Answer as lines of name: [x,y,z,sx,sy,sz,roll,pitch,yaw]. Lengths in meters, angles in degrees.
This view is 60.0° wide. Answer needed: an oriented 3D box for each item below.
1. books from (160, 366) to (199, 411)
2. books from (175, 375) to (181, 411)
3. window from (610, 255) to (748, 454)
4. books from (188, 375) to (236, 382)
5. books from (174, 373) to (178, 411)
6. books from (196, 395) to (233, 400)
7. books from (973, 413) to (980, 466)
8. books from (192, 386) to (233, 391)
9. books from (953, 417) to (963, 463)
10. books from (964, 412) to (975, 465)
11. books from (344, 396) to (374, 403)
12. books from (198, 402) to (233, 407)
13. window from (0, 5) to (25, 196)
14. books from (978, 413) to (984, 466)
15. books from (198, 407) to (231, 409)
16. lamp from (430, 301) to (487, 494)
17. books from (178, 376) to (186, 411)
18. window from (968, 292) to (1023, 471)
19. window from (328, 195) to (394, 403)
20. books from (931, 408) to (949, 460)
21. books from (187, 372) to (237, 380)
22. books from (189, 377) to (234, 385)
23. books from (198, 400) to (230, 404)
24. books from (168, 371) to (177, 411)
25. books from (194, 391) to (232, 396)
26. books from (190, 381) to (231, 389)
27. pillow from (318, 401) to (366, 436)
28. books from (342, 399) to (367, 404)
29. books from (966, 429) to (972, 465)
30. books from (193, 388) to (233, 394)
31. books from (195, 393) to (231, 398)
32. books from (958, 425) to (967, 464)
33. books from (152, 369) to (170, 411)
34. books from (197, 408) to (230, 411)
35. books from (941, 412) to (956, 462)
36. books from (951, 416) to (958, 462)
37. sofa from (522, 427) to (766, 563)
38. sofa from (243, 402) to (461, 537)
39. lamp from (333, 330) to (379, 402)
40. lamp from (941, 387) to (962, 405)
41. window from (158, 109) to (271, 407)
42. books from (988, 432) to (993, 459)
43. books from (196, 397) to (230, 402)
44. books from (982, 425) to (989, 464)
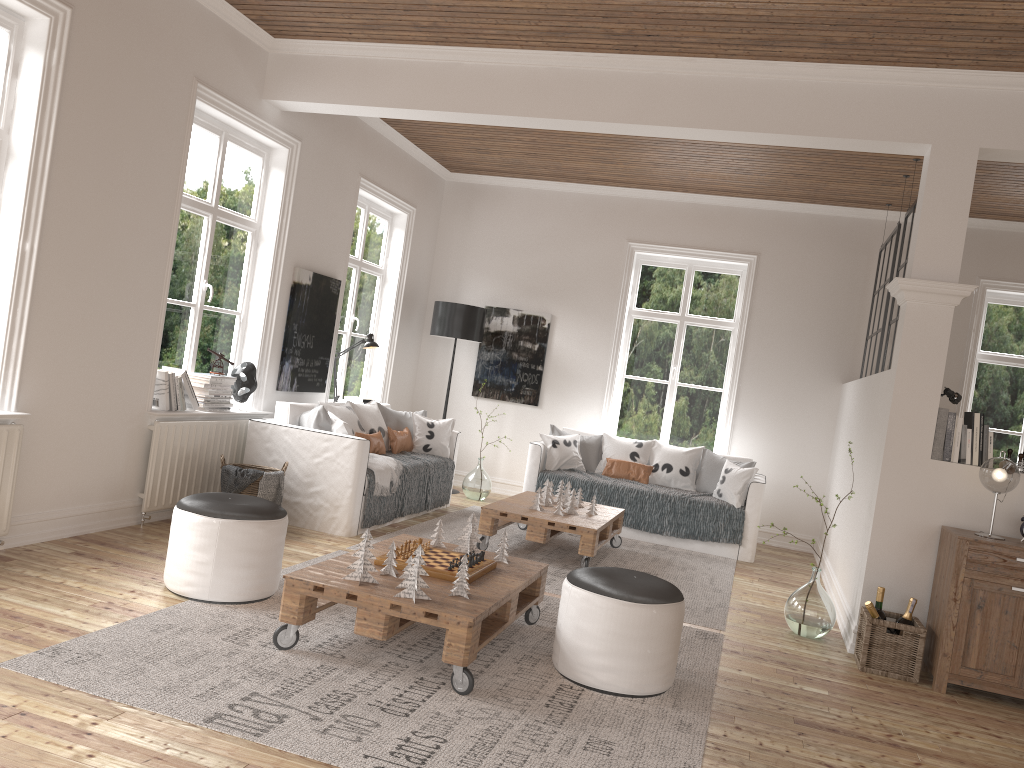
books: [-2.061,0.028,5.487,0.176,0.255,0.226,9,1,16]
books: [-2.094,0.044,5.384,0.161,0.218,0.101,9,1,16]
window: [1.573,-0.257,8.470,1.055,1.872,0.120,9,1,16]
books: [-1.962,-0.038,5.781,0.182,0.016,0.288,9,1,16]
books: [-2.097,0.037,5.355,0.152,0.232,0.104,9,1,16]
books: [-1.968,0.083,5.797,0.161,0.013,0.256,9,1,16]
books: [2.428,0.289,4.682,0.054,0.272,0.200,9,1,16]
books: [-1.986,0.023,5.791,0.182,0.016,0.288,9,1,16]
books: [2.346,0.295,4.705,0.031,0.236,0.200,9,1,16]
books: [2.410,0.285,4.684,0.038,0.274,0.200,9,1,16]
books: [-1.359,0.139,7.917,0.190,0.028,0.239,9,1,18]
books: [-1.989,0.127,5.783,0.176,0.025,0.331,9,1,16]
window: [-2.562,-0.811,3.675,0.120,1.872,1.055,9,1,16]
books: [2.451,0.291,4.677,0.048,0.274,0.210,9,1,16]
books: [-1.983,0.148,5.777,0.159,0.012,0.285,9,1,16]
lamp: [-0.612,0.125,8.388,0.499,1.754,0.499,9,1,13]
books: [-2.079,0.048,5.420,0.161,0.213,0.118,9,1,16]
window: [4.486,0.192,7.634,1.055,1.872,0.120,9,1,16]
window: [-1.384,-0.692,7.846,0.120,1.872,1.055,9,1,16]
books: [2.262,0.263,4.726,0.050,0.271,0.200,9,1,16]
books: [-1.951,-0.052,5.772,0.182,0.016,0.288,9,1,16]
books: [-1.964,-0.019,5.783,0.174,0.021,0.273,9,1,16]
books: [-1.982,0.110,5.794,0.161,0.013,0.254,9,1,16]
books: [-2.103,0.034,5.323,0.172,0.235,0.112,9,1,16]
books: [-1.969,0.058,5.788,0.161,0.012,0.254,9,1,16]
books: [-1.989,0.001,5.768,0.180,0.028,0.296,9,1,16]
pillow: [-1.207,0.360,6.278,0.417,0.414,1.020,9,1,-2]
books: [-1.363,0.164,7.927,0.212,0.023,0.258,9,1,16]
books: [2.383,0.326,4.655,0.042,0.185,0.125,9,1,16]
books: [-1.973,0.042,5.796,0.167,0.017,0.263,9,1,16]
books: [-1.980,0.069,5.779,0.159,0.012,0.285,9,1,16]
books: [2.363,0.315,4.666,0.044,0.203,0.141,9,1,16]
books: [-2.125,0.029,5.284,0.172,0.239,0.093,9,1,16]
books: [-1.984,0.161,5.793,0.161,0.012,0.254,9,1,16]
books: [2.306,0.277,4.710,0.046,0.257,0.193,9,1,16]
books: [2.330,0.288,4.709,0.019,0.243,0.205,9,1,16]
sofa: [1.143,0.893,7.630,1.960,0.776,0.866,9,1,16]
sofa: [-1.126,0.565,6.721,0.866,0.776,1.960,9,1,16]
lamp: [-1.343,-0.115,7.452,0.439,0.703,0.196,9,1,16]
lamp: [2.390,0.065,4.881,0.156,0.101,0.101,9,1,16]
window: [-1.973,-0.751,5.762,0.120,1.872,1.055,9,1,16]
books: [2.491,0.343,4.650,0.045,0.185,0.152,9,1,16]
books: [-1.999,0.093,5.782,0.182,0.016,0.288,9,1,16]
books: [2.468,0.322,4.658,0.047,0.219,0.171,9,1,16]
